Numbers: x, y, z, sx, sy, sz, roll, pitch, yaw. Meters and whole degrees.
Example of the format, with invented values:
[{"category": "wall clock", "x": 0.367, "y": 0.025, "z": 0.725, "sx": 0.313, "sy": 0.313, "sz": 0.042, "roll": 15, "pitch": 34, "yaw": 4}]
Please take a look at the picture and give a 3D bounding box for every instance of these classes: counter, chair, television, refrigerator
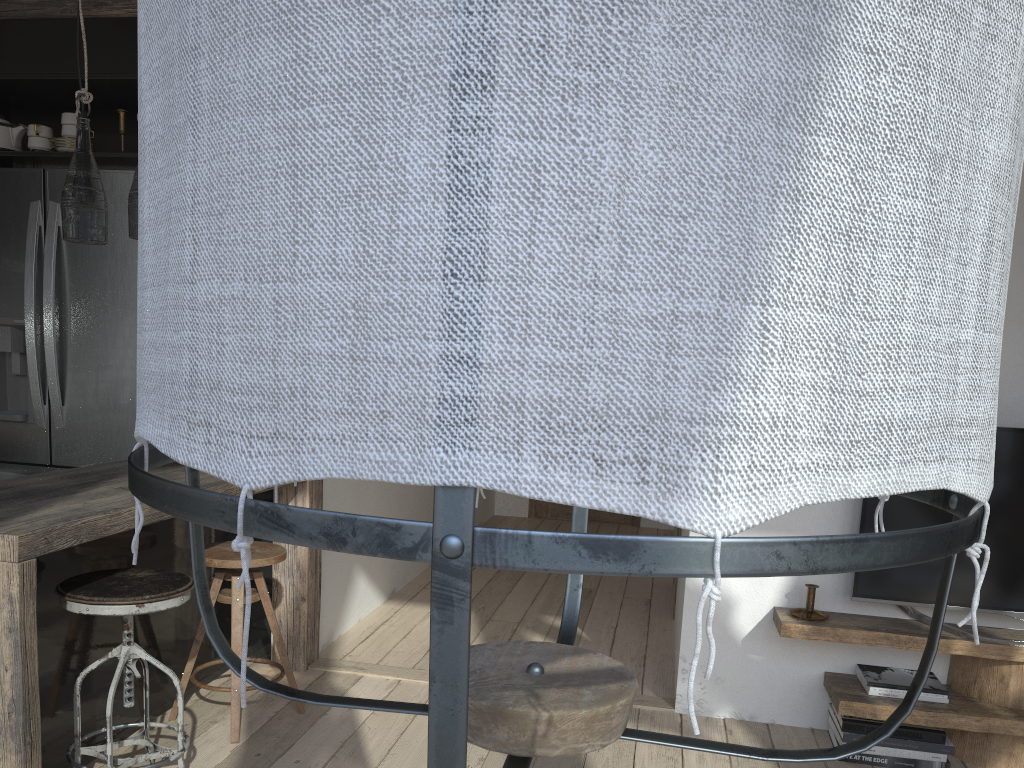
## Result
[{"category": "counter", "x": -2.247, "y": 0.700, "z": 1.861, "sx": 2.238, "sy": 0.863, "sz": 3.777, "roll": 3, "pitch": 2, "yaw": 10}, {"category": "chair", "x": -0.948, "y": 0.867, "z": 3.050, "sx": 0.339, "sy": 0.604, "sz": 0.338, "roll": 7, "pitch": 8, "yaw": 30}, {"category": "television", "x": 1.735, "y": 0.503, "z": 2.932, "sx": 1.101, "sy": 0.717, "sz": 0.203, "roll": 4, "pitch": 8, "yaw": 10}, {"category": "chair", "x": -1.067, "y": 0.855, "z": 2.448, "sx": 0.350, "sy": 0.646, "sz": 0.352, "roll": 9, "pitch": 9, "yaw": 43}, {"category": "refrigerator", "x": -1.821, "y": 0.113, "z": 3.952, "sx": 0.942, "sy": 1.950, "sz": 0.840, "roll": 4, "pitch": 7, "yaw": 10}]

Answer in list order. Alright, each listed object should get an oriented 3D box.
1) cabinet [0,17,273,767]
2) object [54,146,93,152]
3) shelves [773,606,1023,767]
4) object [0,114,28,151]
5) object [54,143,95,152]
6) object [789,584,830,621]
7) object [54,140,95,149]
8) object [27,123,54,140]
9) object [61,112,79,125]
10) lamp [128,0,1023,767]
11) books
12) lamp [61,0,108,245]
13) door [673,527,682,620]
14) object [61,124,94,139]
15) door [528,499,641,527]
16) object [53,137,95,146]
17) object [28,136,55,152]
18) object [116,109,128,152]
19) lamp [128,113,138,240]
[{"category": "cabinet", "x": -2.236, "y": -0.138, "z": 1.951, "sx": 2.089, "sy": 2.540, "sz": 4.174, "roll": 4, "pitch": 3, "yaw": 10}, {"category": "object", "x": -1.759, "y": -0.928, "z": 3.537, "sx": 0.148, "sy": 0.023, "sz": 0.148, "roll": 4, "pitch": 2, "yaw": 37}, {"category": "shelves", "x": 1.707, "y": 1.085, "z": 2.971, "sx": 1.600, "sy": 0.458, "sz": 0.327, "roll": 3, "pitch": 6, "yaw": 10}, {"category": "object", "x": -2.111, "y": -1.024, "z": 3.636, "sx": 0.186, "sy": 0.177, "sz": 0.206, "roll": -1, "pitch": 6, "yaw": -39}, {"category": "object", "x": -1.758, "y": -0.940, "z": 3.535, "sx": 0.148, "sy": 0.026, "sz": 0.147, "roll": 2, "pitch": 2, "yaw": -38}, {"category": "object", "x": 1.049, "y": 0.763, "z": 3.092, "sx": 0.139, "sy": 0.114, "sz": 0.138, "roll": 2, "pitch": 4, "yaw": -7}, {"category": "object", "x": -1.757, "y": -0.951, "z": 3.533, "sx": 0.148, "sy": 0.026, "sz": 0.147, "roll": 2, "pitch": 2, "yaw": -38}, {"category": "object", "x": -1.901, "y": -1.004, "z": 3.553, "sx": 0.105, "sy": 0.068, "sz": 0.094, "roll": 6, "pitch": 5, "yaw": 38}, {"category": "object", "x": -1.744, "y": -1.039, "z": 3.519, "sx": 0.106, "sy": 0.068, "sz": 0.093, "roll": 3, "pitch": 4, "yaw": -4}, {"category": "lamp", "x": 0.058, "y": -0.761, "z": 0.343, "sx": 0.399, "sy": 1.924, "sz": 0.402, "roll": -3, "pitch": 10, "yaw": -38}, {"category": "books", "x": 1.310, "y": 1.153, "z": 3.053, "sx": 0.359, "sy": 0.268, "sz": 0.287, "roll": 4, "pitch": 5, "yaw": 10}, {"category": "lamp", "x": -1.017, "y": -1.011, "z": 2.178, "sx": 0.224, "sy": 1.308, "sz": 0.107, "roll": 5, "pitch": 8, "yaw": 12}, {"category": "door", "x": 0.974, "y": 0.189, "z": 4.845, "sx": 0.082, "sy": 2.101, "sz": 0.830, "roll": 4, "pitch": 7, "yaw": 10}, {"category": "object", "x": -1.750, "y": -0.995, "z": 3.530, "sx": 0.094, "sy": 0.068, "sz": 0.105, "roll": 4, "pitch": 4, "yaw": 21}, {"category": "door", "x": 0.651, "y": 0.120, "z": 7.210, "sx": 0.940, "sy": 2.102, "sz": 0.080, "roll": 4, "pitch": 8, "yaw": 10}, {"category": "object", "x": -1.757, "y": -0.963, "z": 3.532, "sx": 0.148, "sy": 0.026, "sz": 0.147, "roll": 2, "pitch": 2, "yaw": -38}, {"category": "object", "x": -1.903, "y": -0.958, "z": 3.566, "sx": 0.106, "sy": 0.068, "sz": 0.093, "roll": 1, "pitch": 4, "yaw": -28}, {"category": "object", "x": -1.531, "y": -0.987, "z": 3.462, "sx": 0.059, "sy": 0.170, "sz": 0.058, "roll": 2, "pitch": 8, "yaw": -5}, {"category": "lamp", "x": -0.971, "y": -1.040, "z": 2.459, "sx": 0.238, "sy": 1.256, "sz": 0.107, "roll": 6, "pitch": 9, "yaw": 22}]
